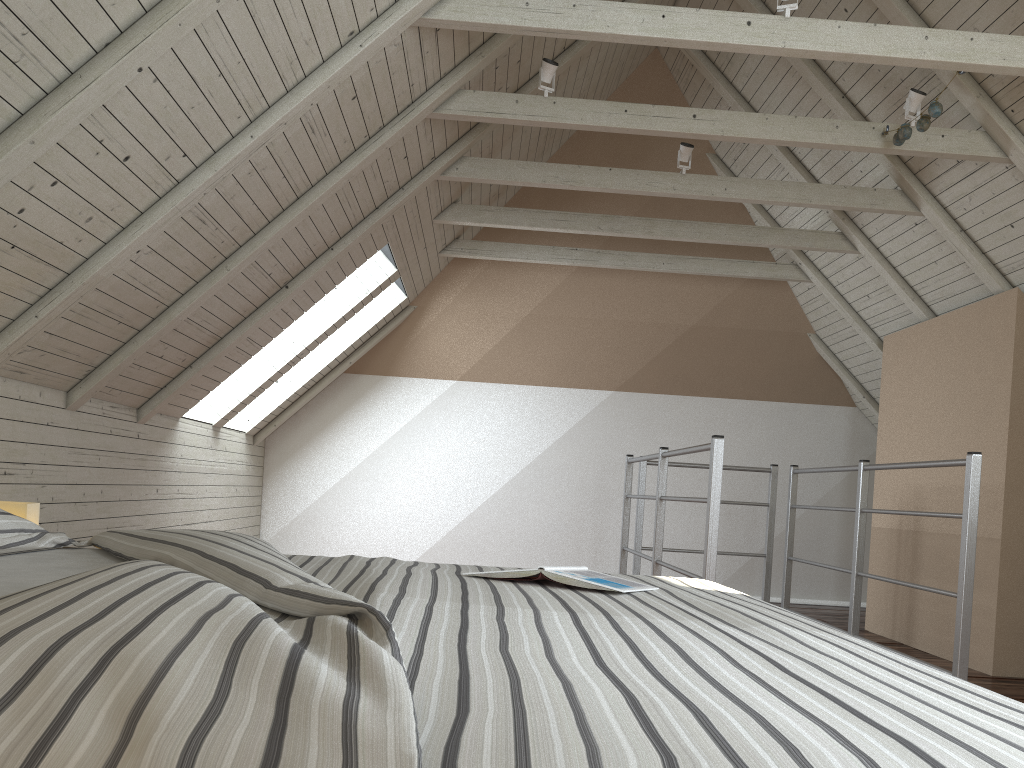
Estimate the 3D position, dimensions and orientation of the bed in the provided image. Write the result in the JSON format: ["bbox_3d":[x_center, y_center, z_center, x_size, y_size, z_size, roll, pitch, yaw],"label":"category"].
[{"bbox_3d":[-0.427,0.387,1.222,1.878,0.703,1.882,4,-6,-2],"label":"bed"}]

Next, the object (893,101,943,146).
[{"bbox_3d":[1.276,-0.819,2.778,0.059,0.066,0.285,4,-6,-3],"label":"object"}]

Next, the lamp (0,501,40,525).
[{"bbox_3d":[-1.149,0.396,2.011,0.090,0.252,0.090,4,0,-12],"label":"lamp"}]

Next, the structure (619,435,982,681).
[{"bbox_3d":[0.967,0.776,3.509,0.837,0.992,1.648,4,-5,-2],"label":"structure"}]
